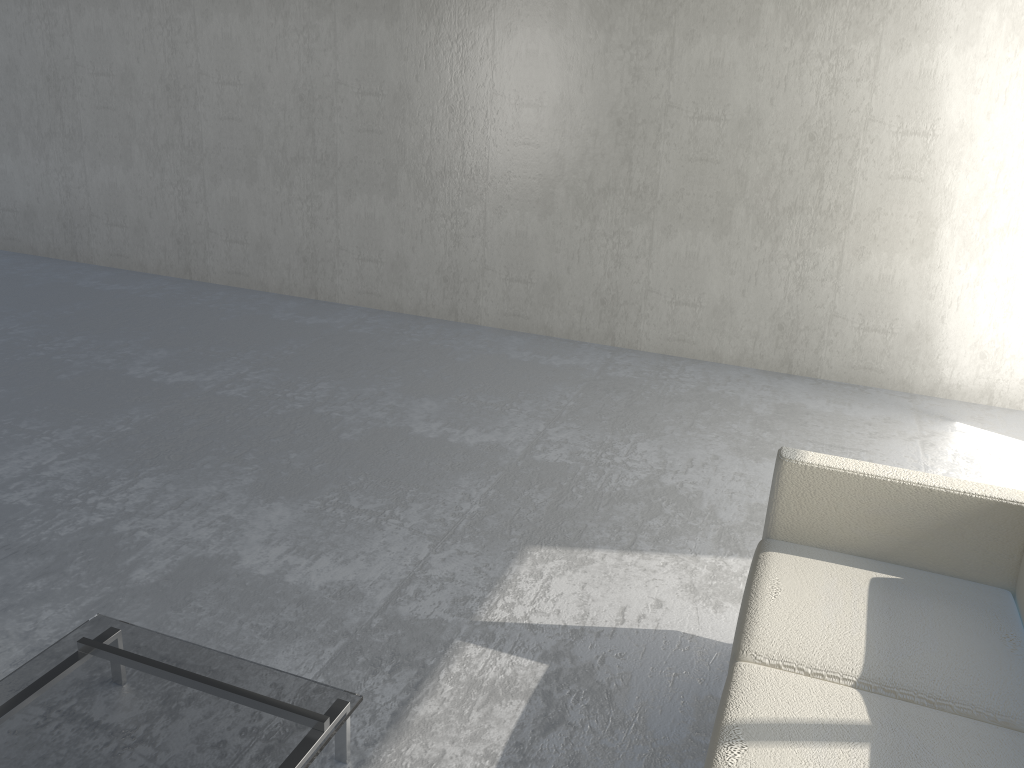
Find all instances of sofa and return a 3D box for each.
[{"bbox_3d":[0.737,0.750,1.489,0.821,0.658,1.881,10,21,18],"label":"sofa"}]

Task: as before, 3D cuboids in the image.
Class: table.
[{"bbox_3d":[-0.804,0.820,1.734,0.730,0.190,0.773,10,21,18],"label":"table"}]
